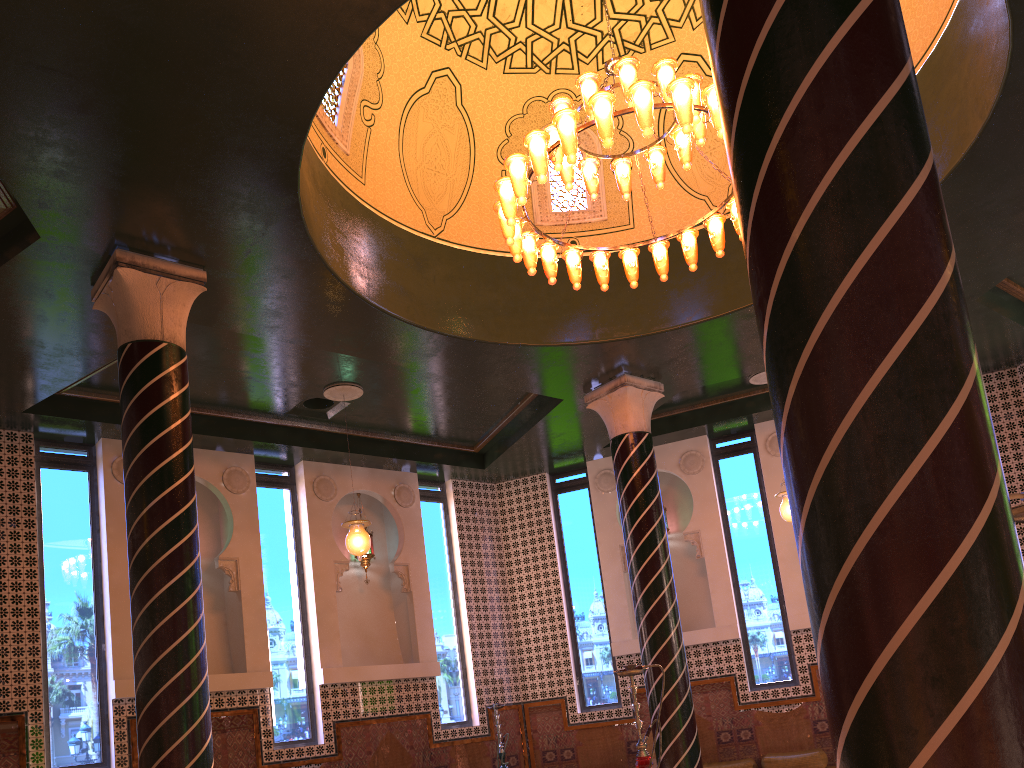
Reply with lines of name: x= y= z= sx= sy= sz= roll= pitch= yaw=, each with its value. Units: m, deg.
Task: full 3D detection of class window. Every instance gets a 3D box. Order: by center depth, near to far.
window: x=0.812 y=-3.545 z=7.985 sx=5.729 sy=1.116 sz=5.841 roll=-5 pitch=-21 yaw=-5
window: x=-5.587 y=2.901 z=10.919 sx=0.776 sy=3.846 sz=0.094 roll=2 pitch=-13 yaw=-42
window: x=-3.400 y=3.360 z=12.759 sx=0.776 sy=3.846 sz=0.094 roll=2 pitch=-13 yaw=-42
window: x=3.972 y=2.994 z=14.139 sx=0.785 sy=3.847 sz=0.093 roll=-11 pitch=-10 yaw=19
window: x=-1.213 y=3.819 z=14.599 sx=0.776 sy=3.846 sz=0.094 roll=2 pitch=-13 yaw=-42
window: x=1.313 y=3.694 z=15.072 sx=0.785 sy=3.847 sz=0.093 roll=-11 pitch=-10 yaw=19

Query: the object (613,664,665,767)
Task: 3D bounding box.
object: x=1.180 y=3.052 z=7.484 sx=0.461 sy=1.205 sz=0.314 roll=-2 pitch=-12 yaw=-25

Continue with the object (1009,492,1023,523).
object: x=1.788 y=0.942 z=2.767 sx=0.463 sy=1.206 sz=0.311 roll=0 pitch=-13 yaw=-33

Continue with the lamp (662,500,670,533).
lamp: x=2.500 y=2.223 z=14.840 sx=0.330 sy=1.504 sz=0.369 roll=-11 pitch=-11 yaw=21

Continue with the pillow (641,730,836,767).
pillow: x=2.693 y=5.874 z=13.327 sx=5.830 sy=1.152 sz=1.463 roll=-14 pitch=-18 yaw=18

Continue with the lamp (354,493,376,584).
lamp: x=-2.414 y=2.489 z=13.975 sx=0.359 sy=1.504 sz=0.338 roll=-6 pitch=-10 yaw=-8

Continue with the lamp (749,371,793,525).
lamp: x=3.898 y=0.956 z=12.547 sx=0.534 sy=2.229 sz=0.525 roll=-15 pitch=-13 yaw=37

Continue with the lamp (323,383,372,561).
lamp: x=-2.092 y=1.179 z=11.239 sx=0.534 sy=2.229 sz=0.525 roll=-15 pitch=-13 yaw=37

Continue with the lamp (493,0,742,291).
lamp: x=0.829 y=-3.554 z=7.818 sx=2.473 sy=4.428 sz=2.586 roll=1 pitch=-15 yaw=-33

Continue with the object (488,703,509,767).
object: x=-0.179 y=5.705 z=13.738 sx=0.300 sy=1.206 sz=0.484 roll=-6 pitch=-11 yaw=-6
